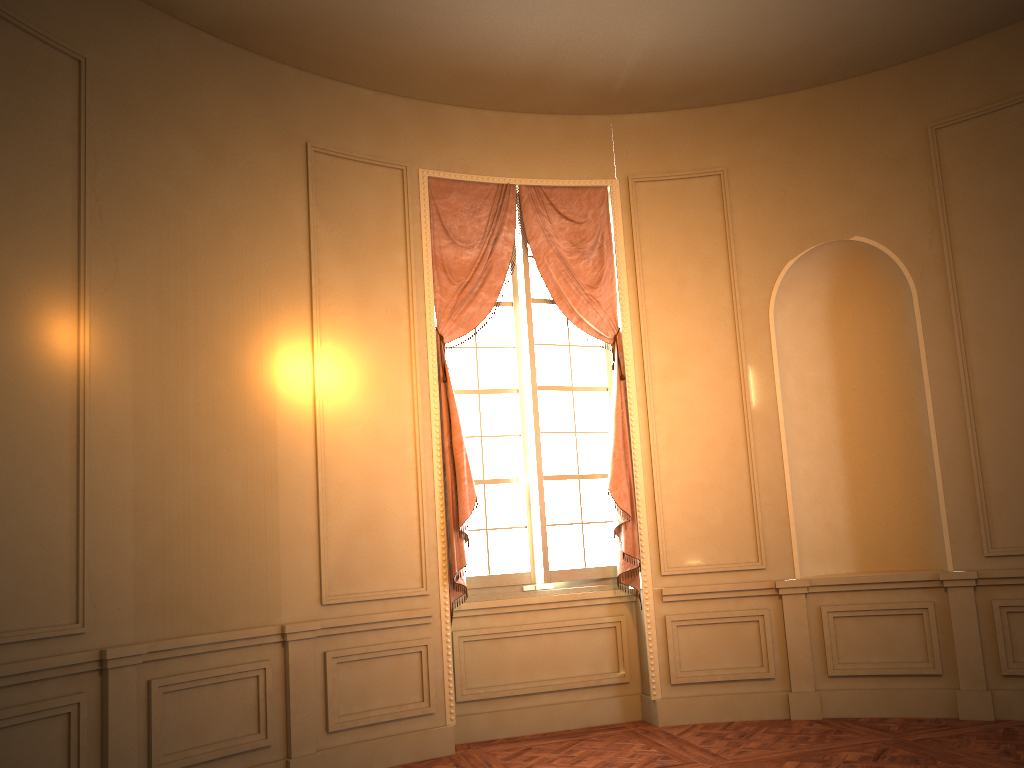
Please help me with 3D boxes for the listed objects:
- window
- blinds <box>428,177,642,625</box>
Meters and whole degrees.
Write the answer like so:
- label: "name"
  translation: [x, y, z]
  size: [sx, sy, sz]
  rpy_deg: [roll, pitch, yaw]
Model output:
- label: "window"
  translation: [0.102, 0.031, 6.137]
  size: [1.325, 2.821, 0.152]
  rpy_deg: [-1, -8, -16]
- label: "blinds"
  translation: [0.169, 0.053, 5.914]
  size: [1.349, 2.960, 0.284]
  rpy_deg: [-1, -8, -17]
